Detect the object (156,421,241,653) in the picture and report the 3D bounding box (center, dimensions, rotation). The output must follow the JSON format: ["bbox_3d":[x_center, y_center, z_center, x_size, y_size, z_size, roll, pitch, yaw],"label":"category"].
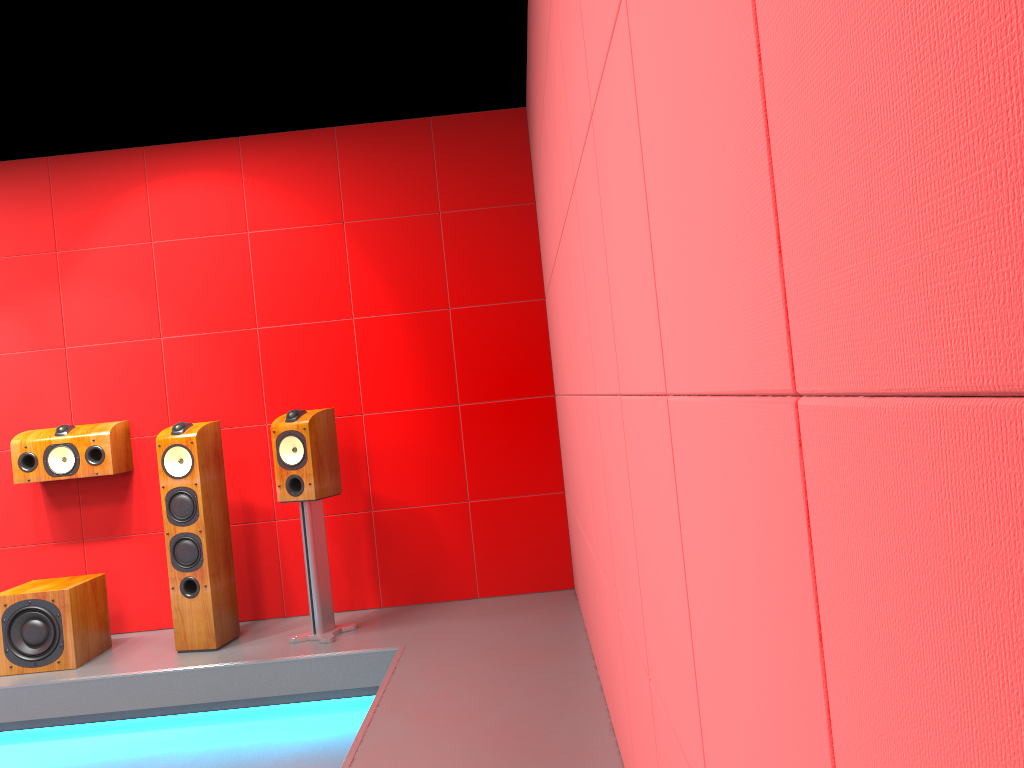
[{"bbox_3d":[-1.472,0.700,4.157,0.203,1.052,0.238,-6,-1,11],"label":"object"}]

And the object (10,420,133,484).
[{"bbox_3d":[-2.215,0.336,4.469,0.493,0.271,0.235,-6,-1,1],"label":"object"}]

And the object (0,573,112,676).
[{"bbox_3d":[-2.140,1.114,4.134,0.360,0.360,0.360,-6,-1,1],"label":"object"}]

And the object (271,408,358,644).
[{"bbox_3d":[-0.926,0.642,4.129,0.231,1.058,0.265,-6,-1,21],"label":"object"}]
